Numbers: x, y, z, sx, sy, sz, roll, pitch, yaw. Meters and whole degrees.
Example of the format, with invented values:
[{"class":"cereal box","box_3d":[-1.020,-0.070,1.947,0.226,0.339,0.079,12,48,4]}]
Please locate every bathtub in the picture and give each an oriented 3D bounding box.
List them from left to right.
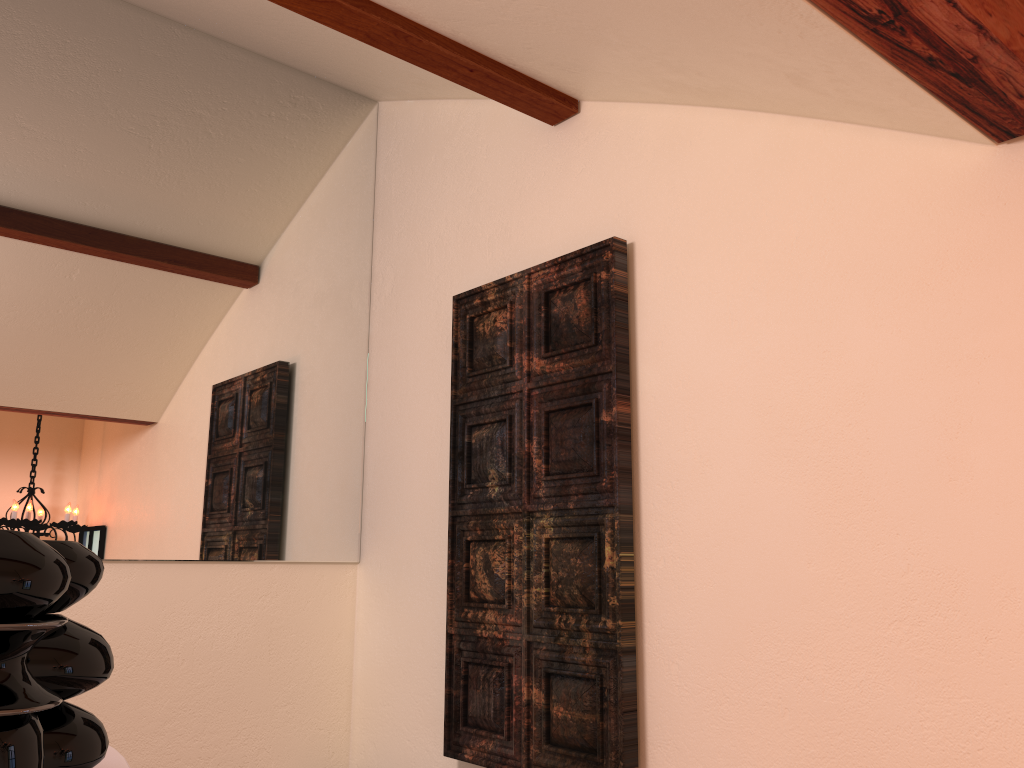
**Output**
[{"class":"bathtub","box_3d":[-1.266,0.583,0.145,2.223,0.688,0.802,11,-16,-40]}]

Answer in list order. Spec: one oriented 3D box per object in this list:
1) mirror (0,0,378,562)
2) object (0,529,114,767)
[{"class":"mirror","box_3d":[-1.720,-0.491,2.043,3.245,1.830,0.011,11,-15,-40]},{"class":"object","box_3d":[-0.398,0.238,0.667,0.156,0.227,0.278,2,-12,-11]}]
